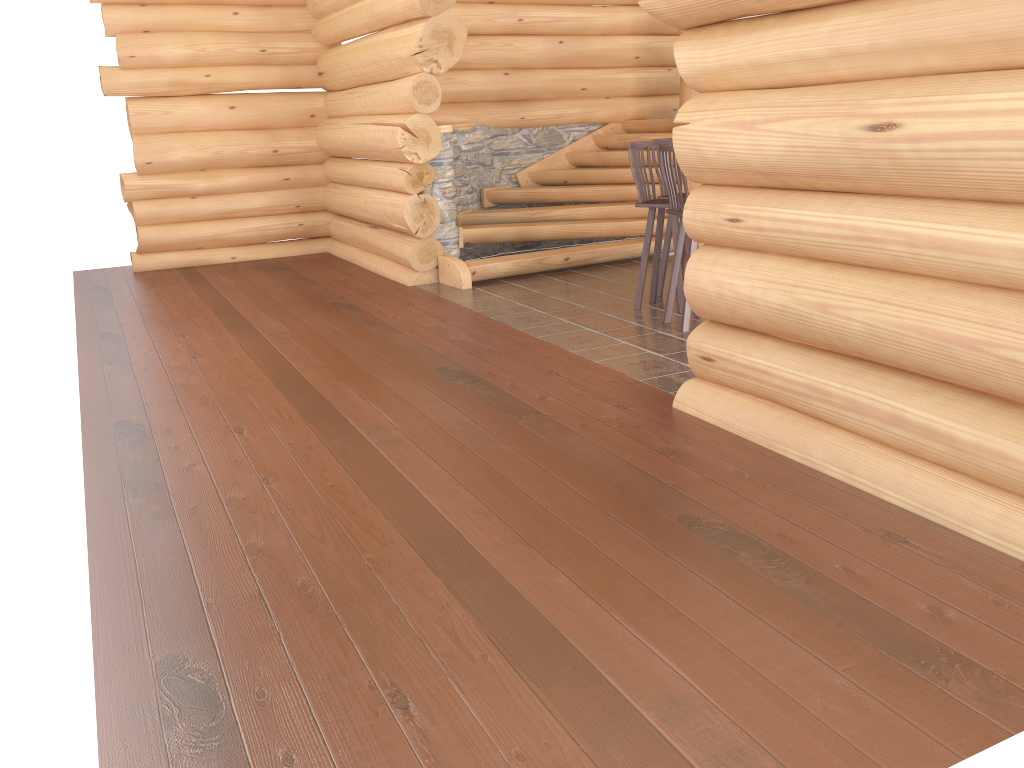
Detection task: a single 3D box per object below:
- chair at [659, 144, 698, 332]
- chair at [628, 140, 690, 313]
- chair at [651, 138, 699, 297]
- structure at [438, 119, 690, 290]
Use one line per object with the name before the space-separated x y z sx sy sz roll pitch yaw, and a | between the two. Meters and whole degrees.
chair | 1.354 -1.074 6.452 0.504 1.319 0.406 -7 17 -14
chair | 1.222 -1.262 7.098 0.504 1.319 0.406 8 20 32
chair | 1.480 -1.404 7.528 0.504 1.319 0.406 13 23 43
structure | 0.511 -2.232 9.888 3.604 1.643 1.951 -13 19 -30
